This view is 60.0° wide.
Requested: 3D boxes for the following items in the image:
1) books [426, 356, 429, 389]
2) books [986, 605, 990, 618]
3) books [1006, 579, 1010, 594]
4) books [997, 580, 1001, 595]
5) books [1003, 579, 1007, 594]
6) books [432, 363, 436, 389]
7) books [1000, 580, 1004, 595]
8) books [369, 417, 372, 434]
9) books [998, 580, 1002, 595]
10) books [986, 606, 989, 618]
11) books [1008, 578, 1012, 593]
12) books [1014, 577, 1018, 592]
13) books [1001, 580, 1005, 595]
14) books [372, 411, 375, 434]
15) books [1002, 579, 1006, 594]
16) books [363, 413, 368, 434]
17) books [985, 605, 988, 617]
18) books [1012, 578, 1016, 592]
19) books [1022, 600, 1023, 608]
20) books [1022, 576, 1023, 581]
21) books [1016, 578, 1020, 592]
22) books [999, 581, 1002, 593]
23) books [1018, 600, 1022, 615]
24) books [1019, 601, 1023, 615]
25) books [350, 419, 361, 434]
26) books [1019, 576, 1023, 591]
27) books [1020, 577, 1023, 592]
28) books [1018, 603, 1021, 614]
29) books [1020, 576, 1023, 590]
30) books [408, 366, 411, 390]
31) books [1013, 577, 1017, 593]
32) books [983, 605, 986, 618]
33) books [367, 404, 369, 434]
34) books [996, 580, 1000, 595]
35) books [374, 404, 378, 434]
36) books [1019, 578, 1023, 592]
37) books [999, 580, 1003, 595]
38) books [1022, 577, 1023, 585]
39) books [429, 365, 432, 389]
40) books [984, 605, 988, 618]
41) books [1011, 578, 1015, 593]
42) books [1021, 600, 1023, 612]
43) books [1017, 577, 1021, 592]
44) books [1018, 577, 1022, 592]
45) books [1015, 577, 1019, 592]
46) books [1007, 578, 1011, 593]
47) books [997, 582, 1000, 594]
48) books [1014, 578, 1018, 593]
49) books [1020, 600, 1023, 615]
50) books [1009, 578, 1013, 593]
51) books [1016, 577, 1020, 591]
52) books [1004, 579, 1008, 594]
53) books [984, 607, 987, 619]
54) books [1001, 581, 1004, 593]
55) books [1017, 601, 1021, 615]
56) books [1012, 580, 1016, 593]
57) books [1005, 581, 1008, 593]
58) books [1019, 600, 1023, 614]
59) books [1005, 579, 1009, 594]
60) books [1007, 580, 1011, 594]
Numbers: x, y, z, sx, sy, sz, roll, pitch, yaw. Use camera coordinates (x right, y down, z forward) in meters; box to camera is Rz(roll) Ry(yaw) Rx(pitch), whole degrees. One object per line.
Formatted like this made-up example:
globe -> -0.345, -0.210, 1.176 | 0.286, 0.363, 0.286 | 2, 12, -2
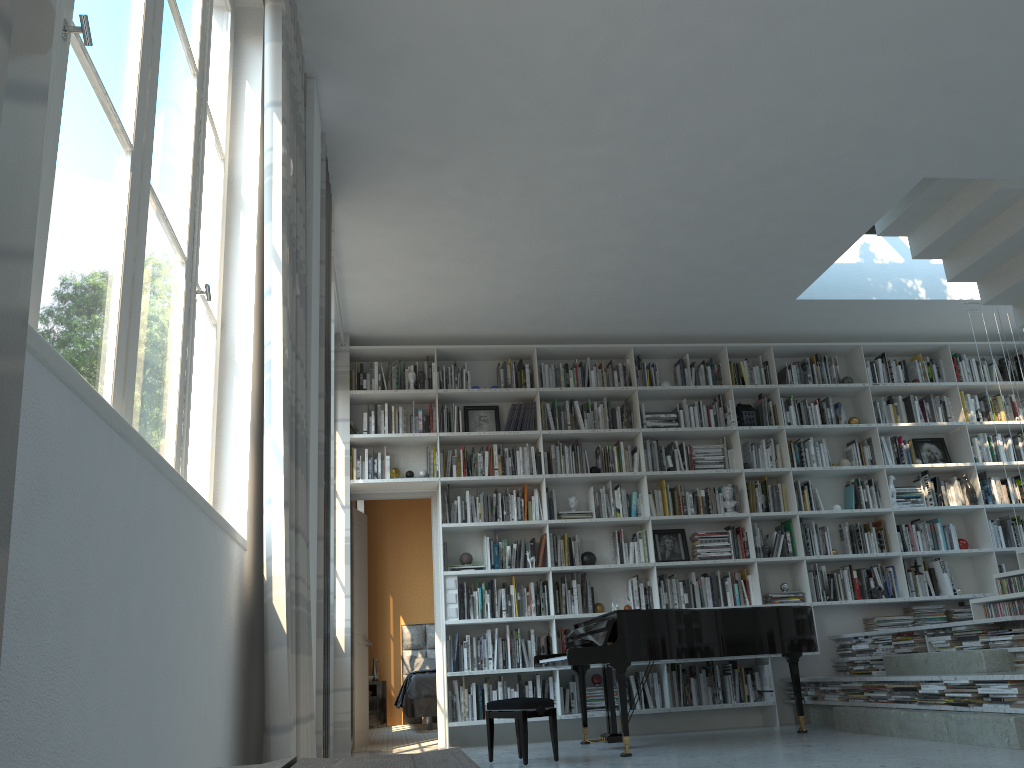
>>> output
books -> -0.709, -0.050, 7.468 | 0.014, 0.336, 0.168 | -1, -18, -8
books -> 3.556, 1.682, 6.513 | 0.125, 0.125, 0.007 | -1, -18, -8
books -> 3.702, 1.492, 6.518 | 0.125, 0.125, 0.007 | -1, -18, -8
books -> 3.690, 1.523, 6.610 | 0.125, 0.125, 0.009 | -1, -18, -8
books -> 3.698, 1.503, 6.550 | 0.125, 0.125, 0.012 | -1, -18, -8
books -> -0.658, -0.020, 7.432 | 0.024, 0.251, 0.235 | -1, -18, -8
books -> 3.694, 1.513, 6.581 | 0.125, 0.125, 0.009 | -1, -18, -8
books -> -1.161, 0.379, 7.287 | 0.024, 0.191, 0.138 | -1, -18, -8
books -> 3.691, 1.521, 6.602 | 0.125, 0.125, 0.008 | -1, -18, -8
books -> 3.555, 1.685, 6.520 | 0.125, 0.125, 0.009 | -1, -18, -8
books -> 3.706, 1.484, 6.494 | 0.125, 0.125, 0.010 | -1, -18, -8
books -> 3.714, 1.462, 6.429 | 0.125, 0.125, 0.008 | -1, -18, -8
books -> 3.696, 1.509, 6.567 | 0.125, 0.125, 0.008 | -1, -18, -8
books -> -1.136, 0.354, 7.271 | 0.022, 0.227, 0.172 | -1, -18, -8
books -> 3.697, 1.506, 6.558 | 0.125, 0.125, 0.010 | -1, -18, -8
books -> -1.201, 0.363, 7.271 | 0.034, 0.217, 0.167 | -1, -18, -8
books -> 3.554, 1.688, 6.529 | 0.125, 0.125, 0.010 | -1, -18, -8
books -> 3.711, 1.469, 6.451 | 0.125, 0.125, 0.009 | -1, -18, -8
books -> 3.606, 1.558, 6.146 | 0.125, 0.125, 0.009 | -1, -18, -8
books -> 3.726, 1.433, 6.345 | 0.125, 0.125, 0.011 | -1, -18, -8
books -> 3.716, 1.457, 6.415 | 0.125, 0.125, 0.008 | -1, -18, -8
books -> 3.692, 1.518, 6.595 | 0.125, 0.125, 0.007 | -1, -18, -8
books -> 3.601, 1.570, 6.183 | 0.125, 0.125, 0.008 | -1, -18, -8
books -> 3.602, 1.568, 6.176 | 0.125, 0.125, 0.008 | -1, -18, -8
books -> -1.278, 0.387, 7.264 | 0.121, 0.175, 0.130 | -1, -18, -8
books -> 3.721, 1.445, 6.379 | 0.125, 0.125, 0.008 | -1, -18, -8
books -> 3.722, 1.442, 6.372 | 0.125, 0.125, 0.008 | -1, -18, -8
books -> 3.600, 1.572, 6.189 | 0.125, 0.125, 0.008 | -1, -18, -8
books -> 3.723, 1.440, 6.366 | 0.125, 0.125, 0.008 | -1, -18, -8
books -> -0.858, -0.005, 7.427 | 0.025, 0.243, 0.168 | -1, -18, -8
books -> 3.712, 1.467, 6.443 | 0.125, 0.125, 0.007 | -1, -18, -8
books -> 3.551, 1.695, 6.552 | 0.125, 0.125, 0.007 | -1, -18, -8
books -> -1.180, 0.326, 7.289 | 0.011, 0.295, 0.163 | -1, -18, -8
books -> 3.688, 1.528, 6.625 | 0.125, 0.125, 0.009 | -1, -18, -8
books -> -1.115, 0.326, 7.278 | 0.023, 0.281, 0.186 | -1, -18, -8
books -> 3.720, 1.447, 6.385 | 0.125, 0.125, 0.007 | -1, -18, -8
books -> 3.693, 1.516, 6.588 | 0.125, 0.125, 0.008 | -1, -18, -8
books -> 3.724, 1.437, 6.356 | 0.125, 0.125, 0.012 | -1, -18, -8
books -> -0.688, -0.011, 7.465 | 0.025, 0.258, 0.139 | -1, -18, -8
books -> 3.553, 1.690, 6.538 | 0.125, 0.125, 0.008 | -1, -18, -8
books -> 3.709, 1.474, 6.466 | 0.125, 0.125, 0.007 | -1, -18, -8
books -> 3.605, 1.560, 6.155 | 0.125, 0.125, 0.008 | -1, -18, -8
books -> 3.718, 1.452, 6.400 | 0.125, 0.125, 0.007 | -1, -18, -8
books -> 3.719, 1.449, 6.392 | 0.125, 0.125, 0.007 | -1, -18, -8
books -> 3.715, 1.459, 6.422 | 0.125, 0.125, 0.008 | -1, -18, -8
books -> 3.704, 1.487, 6.503 | 0.125, 0.125, 0.008 | -1, -18, -8
books -> 3.689, 1.526, 6.617 | 0.125, 0.125, 0.008 | -1, -18, -8
books -> 3.713, 1.464, 6.436 | 0.125, 0.125, 0.008 | -1, -18, -8
books -> 3.604, 1.563, 6.162 | 0.125, 0.125, 0.007 | -1, -18, -8
books -> 3.707, 1.480, 6.484 | 0.125, 0.125, 0.010 | -1, -18, -8
books -> 3.717, 1.454, 6.407 | 0.125, 0.125, 0.008 | -1, -18, -8
books -> 3.699, 1.499, 6.540 | 0.125, 0.125, 0.008 | -1, -18, -8
books -> 3.552, 1.693, 6.544 | 0.125, 0.125, 0.008 | -1, -18, -8
books -> 3.695, 1.511, 6.574 | 0.125, 0.125, 0.007 | -1, -18, -8
books -> 3.599, 1.575, 6.197 | 0.125, 0.125, 0.008 | -1, -18, -8
books -> 3.710, 1.472, 6.458 | 0.125, 0.125, 0.009 | -1, -18, -8
books -> 3.700, 1.497, 6.532 | 0.125, 0.125, 0.007 | -1, -18, -8
books -> 3.603, 1.565, 6.169 | 0.125, 0.125, 0.008 | -1, -18, -8
books -> 3.701, 1.494, 6.525 | 0.125, 0.125, 0.007 | -1, -18, -8
books -> 3.703, 1.489, 6.510 | 0.125, 0.125, 0.008 | -1, -18, -8
